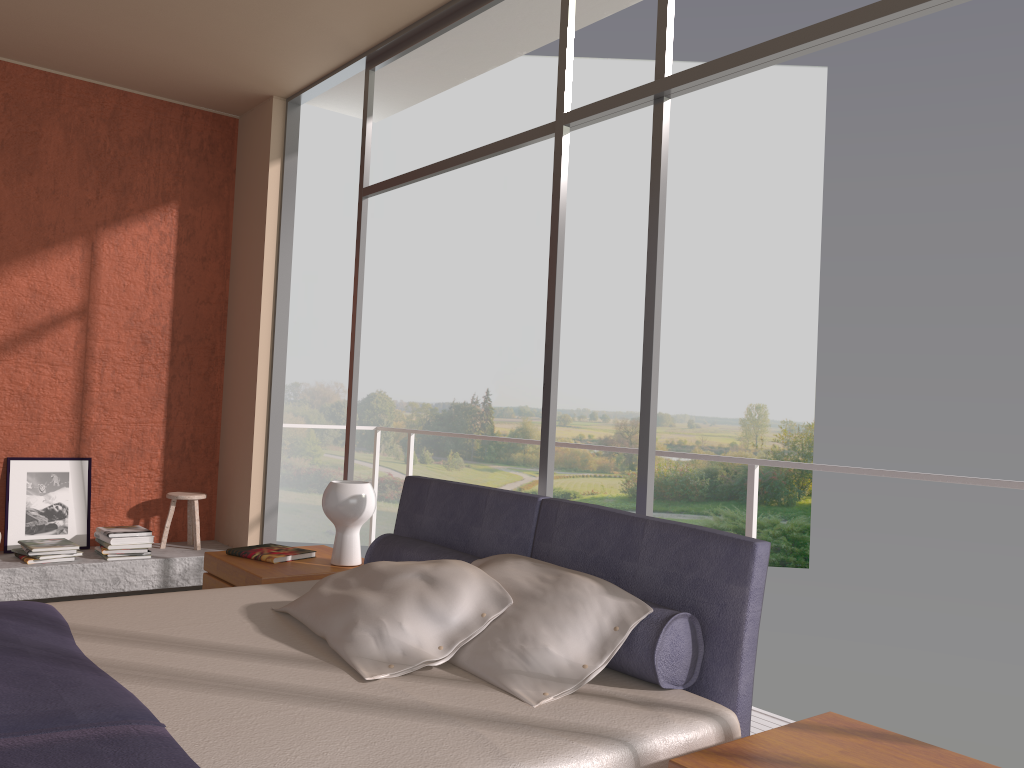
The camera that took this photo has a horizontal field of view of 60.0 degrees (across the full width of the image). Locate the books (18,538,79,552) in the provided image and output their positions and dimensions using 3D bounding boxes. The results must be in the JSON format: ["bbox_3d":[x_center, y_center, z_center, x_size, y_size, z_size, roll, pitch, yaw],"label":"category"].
[{"bbox_3d":[-2.634,0.914,5.041,0.247,0.018,0.328,4,-2,-41],"label":"books"}]

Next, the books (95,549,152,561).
[{"bbox_3d":[-2.308,1.008,5.263,0.247,0.018,0.328,4,-2,-36],"label":"books"}]

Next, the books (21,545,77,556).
[{"bbox_3d":[-2.631,0.936,5.037,0.247,0.025,0.287,4,-2,-36],"label":"books"}]

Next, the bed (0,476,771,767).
[{"bbox_3d":[-0.851,0.777,2.131,2.462,0.959,2.017,4,-2,-38],"label":"bed"}]

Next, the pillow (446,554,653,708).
[{"bbox_3d":[-0.012,0.639,2.424,0.400,0.265,0.791,4,-2,-35],"label":"pillow"}]

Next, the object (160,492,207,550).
[{"bbox_3d":[-2.063,0.870,5.632,0.260,0.349,0.257,2,-2,21],"label":"object"}]

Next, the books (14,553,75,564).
[{"bbox_3d":[-2.650,0.980,5.031,0.247,0.025,0.287,4,-2,-41],"label":"books"}]

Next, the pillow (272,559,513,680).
[{"bbox_3d":[-0.378,0.637,2.592,0.431,0.264,0.869,4,-2,-30],"label":"pillow"}]

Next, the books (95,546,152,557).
[{"bbox_3d":[-2.311,0.990,5.268,0.247,0.018,0.287,4,-2,-38],"label":"books"}]

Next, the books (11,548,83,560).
[{"bbox_3d":[-2.643,0.957,5.046,0.328,0.018,0.247,1,-2,37],"label":"books"}]

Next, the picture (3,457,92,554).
[{"bbox_3d":[-2.767,0.717,5.301,0.458,0.550,0.117,4,-2,-38],"label":"picture"}]

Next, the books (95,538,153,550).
[{"bbox_3d":[-2.305,0.941,5.265,0.247,0.027,0.328,4,-2,-36],"label":"books"}]

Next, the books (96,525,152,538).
[{"bbox_3d":[-2.306,0.877,5.272,0.247,0.025,0.287,4,-2,-38],"label":"books"}]

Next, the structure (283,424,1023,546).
[{"bbox_3d":[1.138,0.794,2.867,0.728,1.005,7.689,4,-2,-38],"label":"structure"}]

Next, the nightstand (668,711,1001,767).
[{"bbox_3d":[0.706,1.030,1.653,0.562,0.556,0.628,4,-2,-38],"label":"nightstand"}]

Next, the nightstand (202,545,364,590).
[{"bbox_3d":[-0.923,1.017,3.731,0.562,0.556,0.628,4,-2,-38],"label":"nightstand"}]

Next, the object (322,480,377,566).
[{"bbox_3d":[-0.680,0.577,3.687,0.224,0.338,0.224,4,-2,-26],"label":"object"}]

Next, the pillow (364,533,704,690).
[{"bbox_3d":[-0.023,0.659,2.762,0.205,0.201,1.470,4,-2,-38],"label":"pillow"}]

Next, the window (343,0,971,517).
[{"bbox_3d":[0.990,-0.211,2.498,0.075,3.133,6.106,4,-2,-38],"label":"window"}]

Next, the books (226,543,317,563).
[{"bbox_3d":[-1.027,0.723,3.790,0.287,0.025,0.247,2,-2,33],"label":"books"}]

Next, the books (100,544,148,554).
[{"bbox_3d":[-2.298,0.969,5.247,0.247,0.025,0.287,4,-2,-27],"label":"books"}]

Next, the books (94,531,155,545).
[{"bbox_3d":[-2.304,0.909,5.266,0.247,0.038,0.319,4,-2,-41],"label":"books"}]
